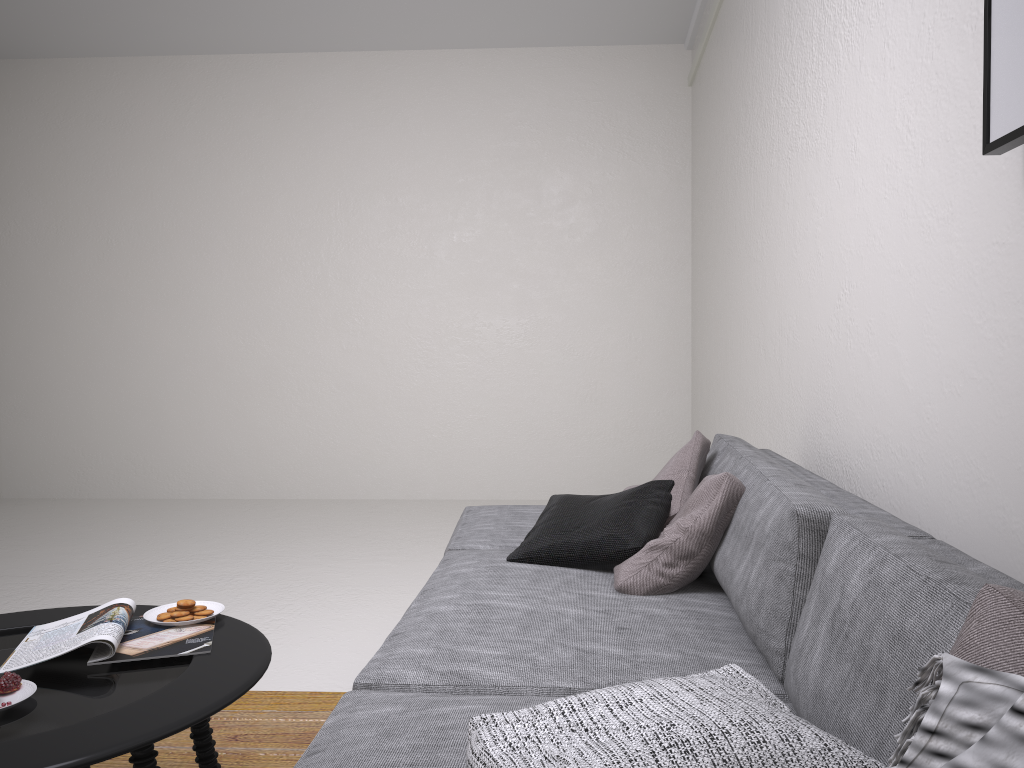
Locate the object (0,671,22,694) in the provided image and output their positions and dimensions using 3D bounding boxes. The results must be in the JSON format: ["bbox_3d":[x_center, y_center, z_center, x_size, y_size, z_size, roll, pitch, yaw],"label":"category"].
[{"bbox_3d":[-0.887,0.524,1.559,0.035,0.036,0.044,0,2,13],"label":"object"}]

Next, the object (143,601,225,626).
[{"bbox_3d":[-0.726,0.511,1.965,0.169,0.015,0.166,-1,2,-14],"label":"object"}]

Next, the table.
[{"bbox_3d":[-0.933,0.759,1.632,0.943,0.449,0.944,0,2,1],"label":"table"}]

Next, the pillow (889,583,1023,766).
[{"bbox_3d":[0.320,0.365,0.563,0.241,0.390,0.427,0,2,5],"label":"pillow"}]

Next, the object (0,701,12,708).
[{"bbox_3d":[-0.910,0.505,1.494,0.108,0.082,0.090,1,2,39],"label":"object"}]

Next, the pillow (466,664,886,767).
[{"bbox_3d":[0.158,0.458,1.042,0.408,0.194,0.402,-1,2,-9],"label":"pillow"}]

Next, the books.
[{"bbox_3d":[-0.813,0.503,1.827,0.377,0.048,0.301,-1,2,-17],"label":"books"}]

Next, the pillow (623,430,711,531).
[{"bbox_3d":[0.455,0.371,2.760,0.347,0.448,0.486,1,2,25],"label":"pillow"}]

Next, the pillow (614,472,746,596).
[{"bbox_3d":[0.431,0.367,2.323,0.337,0.318,0.423,0,2,4],"label":"pillow"}]

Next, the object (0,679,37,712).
[{"bbox_3d":[-0.904,0.539,1.507,0.171,0.015,0.164,-2,2,-41],"label":"object"}]

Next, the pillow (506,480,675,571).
[{"bbox_3d":[0.237,0.419,2.522,0.415,0.268,0.407,0,2,24],"label":"pillow"}]

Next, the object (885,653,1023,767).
[{"bbox_3d":[0.204,0.611,0.317,0.631,0.866,0.868,-1,2,-30],"label":"object"}]

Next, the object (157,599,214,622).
[{"bbox_3d":[-0.725,0.498,1.966,0.122,0.036,0.117,-2,2,-35],"label":"object"}]

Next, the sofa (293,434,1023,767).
[{"bbox_3d":[0.229,0.602,1.595,1.100,0.772,3.065,0,2,5],"label":"sofa"}]
